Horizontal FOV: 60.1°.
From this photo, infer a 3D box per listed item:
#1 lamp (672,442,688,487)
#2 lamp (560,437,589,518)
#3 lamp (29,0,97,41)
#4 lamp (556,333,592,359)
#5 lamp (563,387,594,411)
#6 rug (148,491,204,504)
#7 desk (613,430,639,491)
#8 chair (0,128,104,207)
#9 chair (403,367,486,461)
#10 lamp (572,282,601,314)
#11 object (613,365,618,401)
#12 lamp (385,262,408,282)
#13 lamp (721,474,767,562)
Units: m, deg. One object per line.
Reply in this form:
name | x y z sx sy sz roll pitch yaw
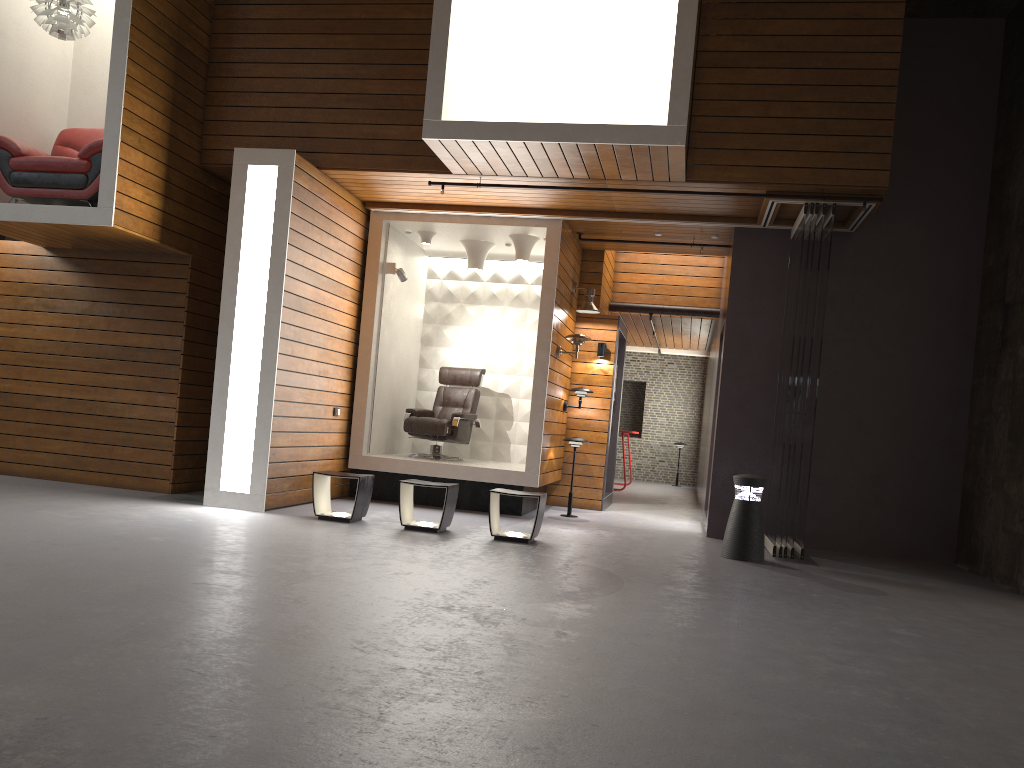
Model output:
lamp | 3.241 1.558 17.232 0.287 0.862 0.288 5 0 8
lamp | 0.649 0.988 9.476 0.288 0.862 0.287 5 0 -3
lamp | -3.711 -3.809 7.446 0.513 1.774 0.486 5 0 -25
lamp | 0.652 -0.395 9.262 0.351 0.271 0.288 5 -1 11
lamp | 0.764 0.177 10.139 0.326 0.297 0.288 5 -1 11
rug | -2.795 1.064 8.492 0.540 0.014 1.580 5 -3 11
desk | 1.658 1.271 15.123 0.843 0.985 1.719 5 -2 11
chair | -3.761 -1.903 7.811 1.199 0.937 0.954 5 -1 11
chair | -0.772 0.315 10.072 0.754 1.071 0.826 5 -1 26
lamp | 0.847 -0.977 9.992 0.345 0.331 0.295 5 -1 13
object | 1.186 -0.024 11.711 0.380 0.478 0.048 5 0 11
lamp | -1.210 -1.176 9.321 0.249 0.188 0.129 6 -1 -20
lamp | 1.930 1.091 7.296 0.348 0.696 0.348 5 0 17
